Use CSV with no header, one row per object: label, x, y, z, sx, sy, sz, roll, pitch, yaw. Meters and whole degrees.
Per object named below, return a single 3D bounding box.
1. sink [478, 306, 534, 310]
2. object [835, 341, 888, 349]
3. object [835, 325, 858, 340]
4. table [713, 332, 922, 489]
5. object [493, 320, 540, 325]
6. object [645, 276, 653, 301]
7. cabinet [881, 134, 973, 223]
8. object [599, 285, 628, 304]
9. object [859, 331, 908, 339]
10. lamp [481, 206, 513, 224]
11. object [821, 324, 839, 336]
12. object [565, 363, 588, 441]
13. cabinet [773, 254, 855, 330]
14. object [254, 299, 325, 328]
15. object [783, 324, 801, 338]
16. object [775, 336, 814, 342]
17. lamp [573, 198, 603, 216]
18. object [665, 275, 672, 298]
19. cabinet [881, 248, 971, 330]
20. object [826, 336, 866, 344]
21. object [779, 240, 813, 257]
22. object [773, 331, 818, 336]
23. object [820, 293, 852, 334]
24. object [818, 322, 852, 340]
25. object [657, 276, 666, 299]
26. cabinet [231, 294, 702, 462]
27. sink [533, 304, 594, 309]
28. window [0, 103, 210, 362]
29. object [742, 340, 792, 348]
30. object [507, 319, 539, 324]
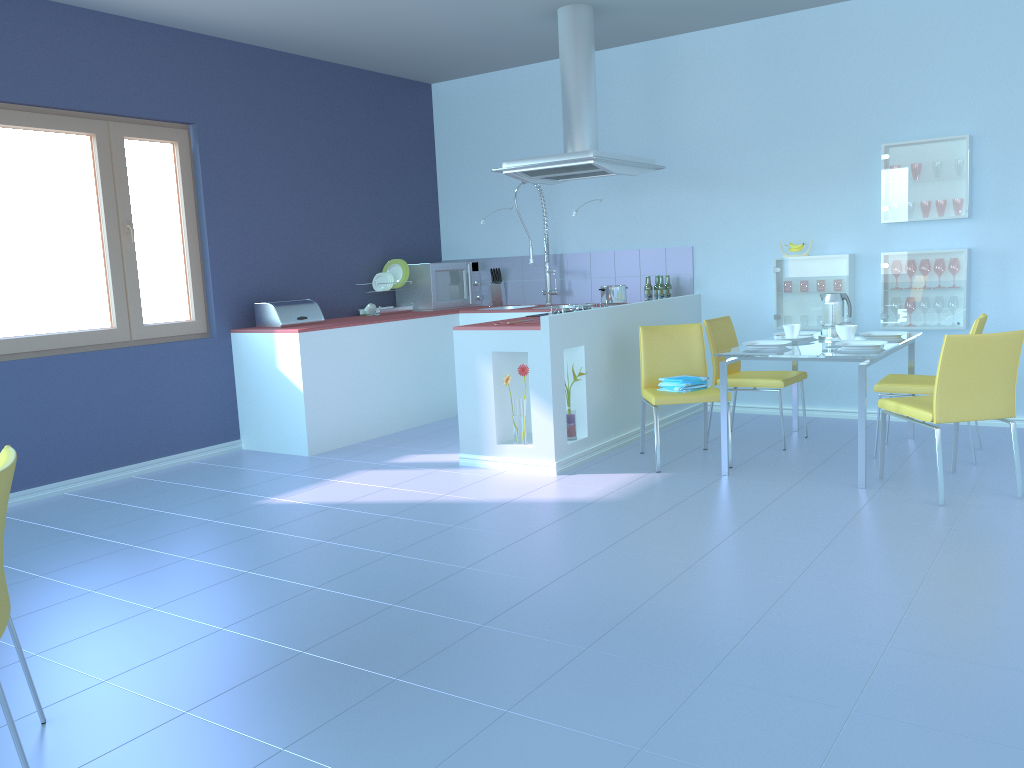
sink,-0.025,-0.473,6.497,0.326,0.172,0.428,2,9,34
object,1.653,-0.184,4.197,0.228,0.020,0.228,2,9,31
object,1.682,-0.252,4.447,0.091,0.083,0.111,-2,8,6
table,1.602,0.079,4.554,0.730,0.590,1.173,2,9,34
object,0.037,-0.329,4.739,0.269,0.006,0.151,-3,8,-4
object,0.914,-0.626,5.926,0.052,0.190,0.052,-3,8,-1
cabinet,2.359,-1.159,5.052,0.450,0.450,0.173,2,9,34
object,0.619,-0.547,5.412,0.157,0.106,0.170,-1,8,17
object,1.929,-0.253,4.605,0.228,0.020,0.228,2,9,31
lamp,-0.112,-1.254,6.577,0.037,0.134,0.400,2,9,34
object,1.675,-0.279,4.662,0.087,0.071,0.090,-3,8,-1
object,0.295,0.086,4.654,0.229,0.423,0.067,-6,8,-25
cabinet,1.866,-0.566,5.487,0.450,0.450,0.173,2,9,34
object,-1.398,-0.446,5.588,0.235,0.153,0.364,2,9,34
object,1.467,-0.268,4.648,0.091,0.083,0.111,-1,8,16
object,1.483,-0.236,4.649,0.190,0.020,0.194,1,8,25
lamp,0.524,-1.229,6.149,0.037,0.134,0.400,2,9,34
object,1.043,-0.632,5.933,0.052,0.187,0.052,-9,10,-37
cabinet,2.390,-0.545,5.135,0.450,0.450,0.173,2,9,34
object,1.669,-0.219,4.453,0.190,0.020,0.194,-1,8,15
object,1.766,-0.842,5.520,0.203,0.100,0.077,1,9,26
object,1.555,-0.269,4.865,0.228,0.020,0.228,3,9,36
object,1.794,-0.393,4.938,0.146,0.222,0.132,-5,8,-13
object,1.695,-0.278,4.653,0.166,0.081,0.123,1,9,25
object,0.993,-0.624,5.887,0.052,0.187,0.052,-9,10,-37
cabinet,-0.211,-0.100,5.778,2.200,0.800,2.139,2,9,34
sink,0.368,-0.458,6.232,0.326,0.172,0.428,2,9,34
window,-2.286,-0.807,4.733,0.142,1.263,1.475,2,9,34
object,1.277,-0.198,4.439,0.228,0.020,0.228,2,9,31
object,0.070,-0.343,4.784,0.041,0.009,0.375,2,9,31
